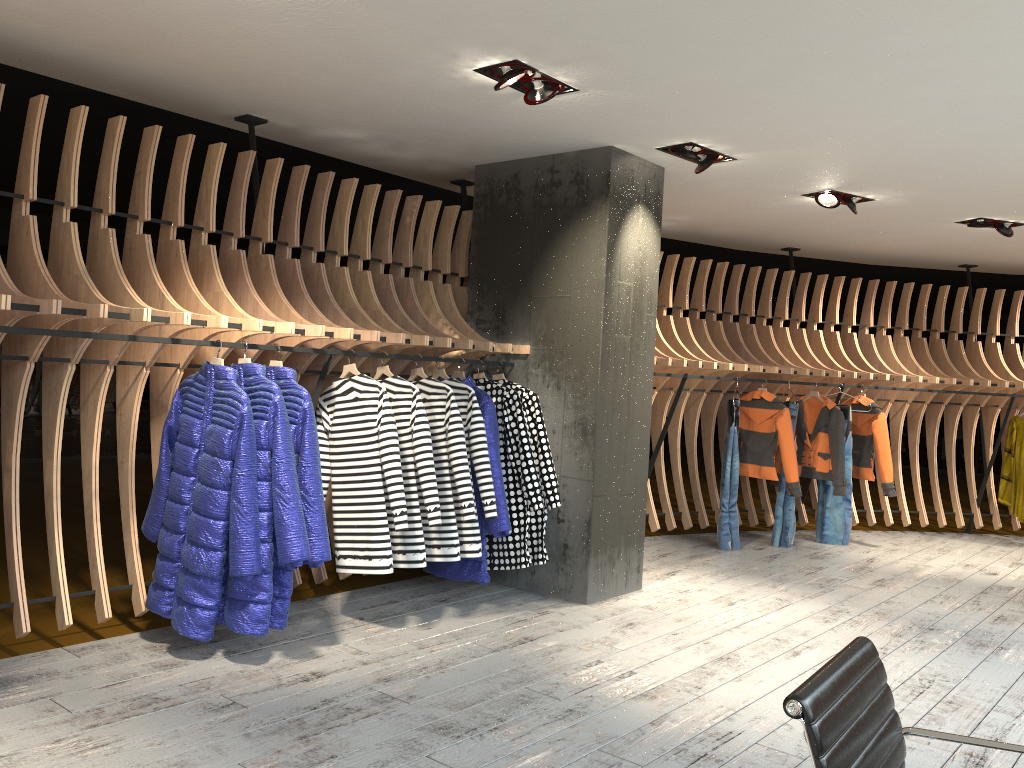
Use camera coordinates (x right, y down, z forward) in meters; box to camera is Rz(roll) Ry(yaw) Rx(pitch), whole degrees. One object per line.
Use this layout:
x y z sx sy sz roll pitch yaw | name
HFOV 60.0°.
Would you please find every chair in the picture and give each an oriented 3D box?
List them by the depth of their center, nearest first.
0.799 0.961 1.491 0.668 0.859 0.693 3 0 26 | chair

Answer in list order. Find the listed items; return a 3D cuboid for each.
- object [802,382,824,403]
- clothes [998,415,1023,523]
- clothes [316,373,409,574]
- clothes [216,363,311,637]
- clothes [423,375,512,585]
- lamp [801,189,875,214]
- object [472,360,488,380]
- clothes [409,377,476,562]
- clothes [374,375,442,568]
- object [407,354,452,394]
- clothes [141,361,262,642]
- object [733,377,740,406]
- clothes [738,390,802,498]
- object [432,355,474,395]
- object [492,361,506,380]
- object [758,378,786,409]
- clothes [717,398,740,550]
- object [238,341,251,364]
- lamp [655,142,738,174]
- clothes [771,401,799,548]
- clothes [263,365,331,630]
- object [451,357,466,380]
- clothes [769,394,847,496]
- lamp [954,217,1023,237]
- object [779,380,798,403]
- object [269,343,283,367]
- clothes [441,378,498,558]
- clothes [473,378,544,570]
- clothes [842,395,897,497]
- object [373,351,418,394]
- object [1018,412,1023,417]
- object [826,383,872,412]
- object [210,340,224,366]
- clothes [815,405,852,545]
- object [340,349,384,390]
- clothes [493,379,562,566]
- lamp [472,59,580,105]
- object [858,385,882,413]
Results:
2.700 0.116 7.923 0.012 0.270 0.525 3 0 -30 | object
4.976 0.819 8.449 0.168 1.045 0.665 3 0 -19 | clothes
-0.782 0.477 4.623 0.752 1.062 0.128 3 0 38 | clothes
-1.279 0.522 4.150 0.884 1.246 0.249 3 0 36 | clothes
-0.323 0.564 5.383 0.885 1.239 0.245 3 0 36 | clothes
2.371 -1.390 6.436 0.492 0.296 0.269 3 0 -31 | lamp
-0.185 0.008 5.477 0.517 0.316 0.012 3 0 40 | object
-0.465 0.490 5.006 0.752 1.062 0.128 3 0 38 | clothes
-0.632 0.483 4.804 0.752 1.062 0.128 3 0 38 | clothes
-0.524 -0.017 5.061 0.518 0.313 0.012 3 0 40 | object
-1.491 0.518 4.142 0.880 1.260 0.242 3 0 36 | clothes
1.905 0.062 7.504 0.023 0.243 0.549 3 0 21 | object
2.144 0.491 7.695 0.200 0.881 0.840 3 0 -35 | clothes
-0.410 -0.012 5.199 0.518 0.313 0.012 3 0 40 | object
-0.067 0.011 5.624 0.518 0.313 0.012 3 0 40 | object
2.164 0.086 7.671 0.012 0.270 0.525 3 0 -35 | object
1.865 0.830 7.505 0.200 1.422 0.308 3 0 17 | clothes
-1.258 -0.059 4.190 0.523 0.291 0.012 3 0 40 | object
1.136 -1.450 5.445 0.492 0.292 0.269 3 0 -44 | lamp
2.387 0.856 7.787 0.200 1.422 0.308 3 0 32 | clothes
-1.226 0.525 4.338 0.885 1.239 0.245 3 0 36 | clothes
-0.327 -0.029 5.390 0.525 0.270 0.012 4 0 40 | object
2.672 0.520 7.894 0.200 0.881 0.840 3 0 -30 | clothes
3.825 -1.318 7.064 0.492 0.293 0.269 3 0 -18 | lamp
2.434 0.089 7.797 0.023 0.243 0.549 3 0 36 | object
-1.156 -0.064 4.339 0.525 0.270 0.012 4 0 40 | object
-0.351 0.495 5.143 0.752 1.062 0.128 3 0 38 | clothes
-0.110 0.561 5.413 0.807 1.187 0.191 3 0 40 | clothes
3.189 0.544 8.147 0.200 0.881 0.839 3 0 -20 | clothes
-0.691 -0.024 4.860 0.518 0.313 0.012 3 0 40 | object
5.012 0.239 8.470 0.012 0.270 0.525 3 0 -20 | object
2.975 0.116 8.040 0.549 0.243 0.023 3 0 16 | object
-1.374 -0.060 4.103 0.523 0.292 0.012 3 0 40 | object
2.926 0.884 8.038 0.309 1.422 0.200 3 0 12 | clothes
-0.841 -0.030 4.678 0.518 0.313 0.012 3 0 40 | object
0.003 0.566 5.563 0.800 1.186 0.191 3 0 40 | clothes
0.076 -1.497 4.258 0.269 0.292 0.492 3 0 40 | lamp
3.202 0.139 8.125 0.012 0.270 0.525 3 0 -20 | object
